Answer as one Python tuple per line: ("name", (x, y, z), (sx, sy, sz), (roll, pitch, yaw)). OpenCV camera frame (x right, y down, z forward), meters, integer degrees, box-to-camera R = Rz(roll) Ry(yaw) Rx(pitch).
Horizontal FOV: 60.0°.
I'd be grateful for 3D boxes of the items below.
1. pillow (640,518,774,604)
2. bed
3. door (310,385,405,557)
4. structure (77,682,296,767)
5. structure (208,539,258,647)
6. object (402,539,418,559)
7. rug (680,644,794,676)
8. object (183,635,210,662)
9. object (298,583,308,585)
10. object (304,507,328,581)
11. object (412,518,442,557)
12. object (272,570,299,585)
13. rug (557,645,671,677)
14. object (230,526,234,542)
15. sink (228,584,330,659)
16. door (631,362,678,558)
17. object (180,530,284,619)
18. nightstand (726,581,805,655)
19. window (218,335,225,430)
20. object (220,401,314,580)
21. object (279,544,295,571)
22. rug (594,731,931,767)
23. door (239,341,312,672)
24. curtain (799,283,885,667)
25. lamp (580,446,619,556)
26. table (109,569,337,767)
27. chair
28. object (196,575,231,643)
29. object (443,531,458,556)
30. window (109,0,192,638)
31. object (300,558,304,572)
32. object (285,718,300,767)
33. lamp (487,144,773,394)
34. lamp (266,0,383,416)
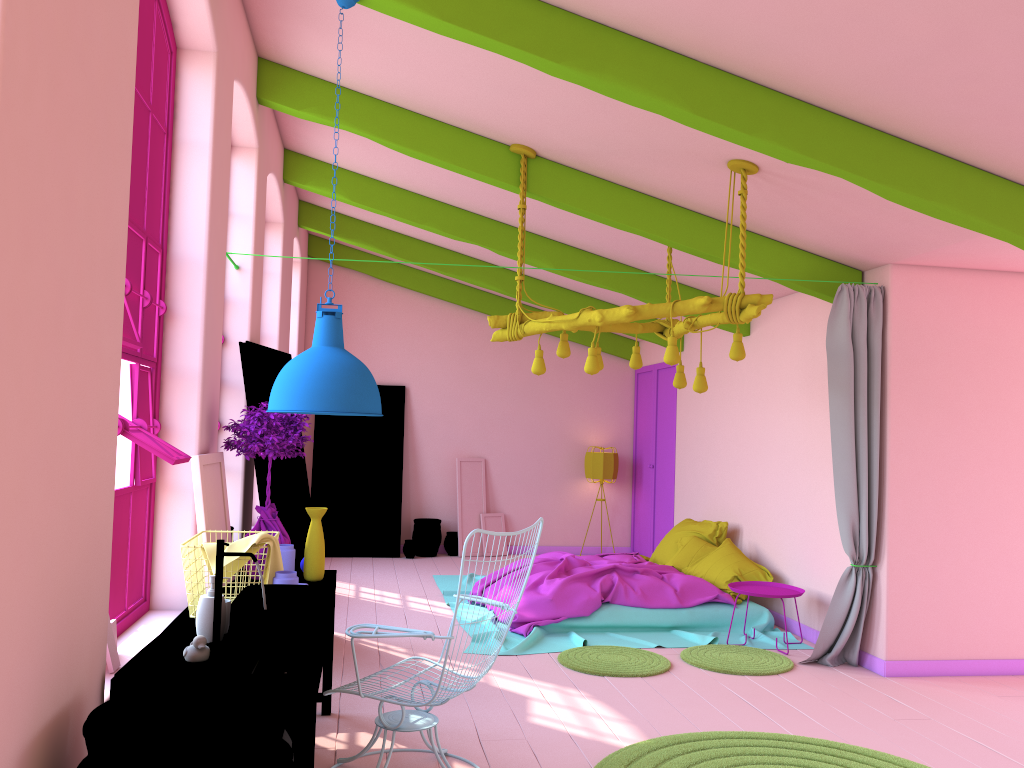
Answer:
("pillow", (1.780, 1.763, 8.892), (0.848, 0.822, 2.618), (3, -3, -20))
("bed", (0.744, 1.870, 8.454), (2.802, 0.513, 3.578), (2, -3, -9))
("door", (-1.981, 1.096, 11.399), (1.153, 2.210, 0.450), (2, -3, -9))
("structure", (-0.915, 1.324, 2.470), (0.718, 0.844, 0.718), (4, -4, -42))
("structure", (-1.049, 0.786, 3.315), (0.166, 0.396, 0.087), (2, -2, 0))
("object", (-1.289, 2.095, 11.240), (0.199, 0.234, 0.199), (4, -4, -42))
("rug", (1.658, 2.036, 6.560), (0.792, 0.021, 0.793), (1, -3, 18))
("object", (-1.093, 0.914, 3.082), (0.088, 0.088, 0.086), (1, -3, 8))
("object", (-1.045, 1.001, 4.288), (0.137, 0.076, 0.076), (1, -3, 11))
("object", (-1.054, 0.856, 4.746), (0.116, 0.382, 0.116), (4, -3, -36))
("object", (-1.103, 1.991, 11.498), (0.386, 0.470, 0.386), (0, -3, 33))
("object", (-0.986, 0.916, 3.850), (0.109, 0.197, 0.109), (3, -3, -17))
("rug", (0.736, 1.998, 6.407), (0.793, 0.021, 0.793), (3, -3, -27))
("object", (-1.878, 1.041, 5.622), (0.223, 0.272, 0.223), (3, -3, -22))
("sink", (-0.873, 0.893, 3.366), (0.340, 0.194, 0.609), (2, -3, -9))
("door", (1.817, 1.035, 11.414), (0.108, 2.589, 1.678), (2, -3, -9))
("object", (-1.224, 0.834, 3.994), (0.444, 0.369, 0.633), (2, -3, -9))
("nightstand", (2.031, 1.859, 7.103), (0.596, 0.458, 0.596), (0, -3, 28))
("window", (-1.932, -0.339, 5.576), (0.072, 3.045, 1.275), (2, -3, -9))
("object", (-1.317, 0.570, 4.768), (0.502, 0.950, 0.441), (0, -3, 41))
("object", (-1.195, 0.943, 4.648), (0.109, 0.197, 0.109), (0, -3, 28))
("rug", (1.273, 1.870, 3.921), (1.889, 0.050, 1.889), (3, -3, -22))
("door", (-1.642, 0.839, 6.473), (0.450, 2.210, 1.154), (2, -3, 1))
("curtain", (2.468, 0.676, 6.528), (0.518, 2.784, 0.525), (3, -3, -29))
("lamp", (1.205, 1.570, 11.839), (0.491, 1.466, 0.477), (1, -3, 21))
("table", (-1.163, 1.407, 3.957), (0.655, 0.820, 2.193), (2, -3, -9))
("chair", (-0.408, 1.235, 4.127), (0.925, 1.238, 1.079), (1, -3, 25))
("object", (-1.116, 0.872, 3.563), (0.165, 0.249, 0.411), (1, -3, 26))
("object", (-0.769, 2.096, 11.625), (0.260, 0.306, 0.261), (1, -3, 23))
("window", (-1.621, -0.424, 3.683), (0.492, 3.002, 1.498), (2, -3, -9))
("object", (-1.108, 0.946, 4.935), (0.132, 0.219, 0.132), (1, -3, 7))
("object", (-1.247, 1.692, 4.259), (0.446, 0.277, 0.522), (2, -3, -9))
("lamp", (0.925, -1.079, 5.926), (1.611, 2.263, 1.776), (3, -3, -28))
("lamp", (-0.828, -0.860, 4.130), (0.529, 2.001, 0.529), (1, -3, 22))
